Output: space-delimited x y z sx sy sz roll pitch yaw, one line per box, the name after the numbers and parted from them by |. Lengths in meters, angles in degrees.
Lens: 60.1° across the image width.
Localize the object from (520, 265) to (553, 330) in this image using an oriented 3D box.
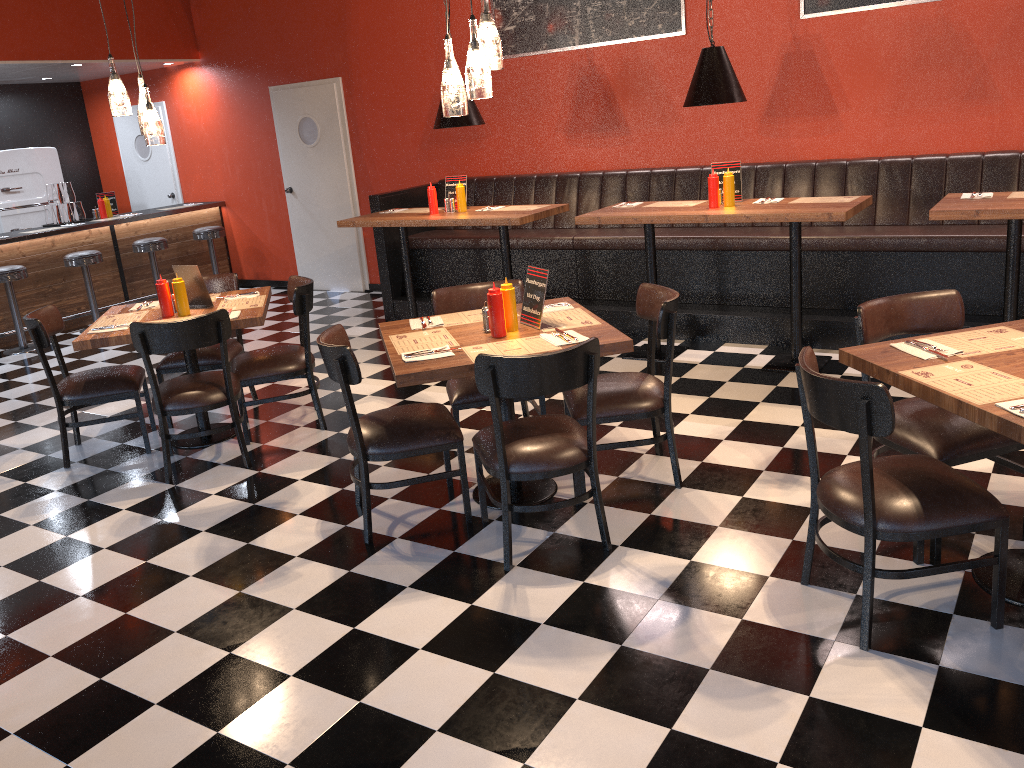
0.098 -0.385 3.928 0.072 0.254 0.190 -13 17 -25 | object

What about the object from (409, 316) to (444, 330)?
-0.403 -0.290 4.181 0.157 0.019 0.258 -8 17 -8 | object

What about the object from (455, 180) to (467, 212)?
-0.385 -1.416 6.674 0.068 0.235 0.068 -3 15 9 | object

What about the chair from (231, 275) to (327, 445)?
-1.388 -0.163 5.250 0.545 0.858 0.491 -10 16 -15 | chair

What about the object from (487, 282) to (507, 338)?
-0.067 -0.321 3.806 0.068 0.235 0.068 7 19 38 | object

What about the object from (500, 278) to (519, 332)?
-0.016 -0.349 3.880 0.068 0.235 0.068 7 19 38 | object

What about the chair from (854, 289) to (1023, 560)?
1.626 0.119 3.395 0.487 0.858 0.550 -10 16 -15 | chair

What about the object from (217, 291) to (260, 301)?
-1.658 -0.534 5.360 0.255 0.019 0.159 -11 18 -16 | object

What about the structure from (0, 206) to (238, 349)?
-5.185 -0.512 7.579 0.216 1.028 7.111 4 20 33 | structure

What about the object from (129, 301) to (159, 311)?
-2.213 -0.474 5.341 0.157 0.019 0.258 -8 17 -7 | object

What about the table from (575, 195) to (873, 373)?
1.350 -0.643 5.711 1.694 0.988 0.702 6 19 33 | table

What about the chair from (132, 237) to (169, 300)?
-3.722 -1.137 9.270 0.349 0.766 0.351 7 20 38 | chair

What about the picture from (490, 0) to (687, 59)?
0.560 -3.223 7.207 1.773 0.929 0.023 6 19 33 | picture

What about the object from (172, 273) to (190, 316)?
-1.851 -0.501 4.945 0.068 0.235 0.068 -18 20 -39 | object

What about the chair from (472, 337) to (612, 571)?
0.102 0.223 3.540 0.487 0.858 0.550 -9 16 -10 | chair

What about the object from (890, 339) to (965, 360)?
1.443 -0.121 3.058 0.157 0.019 0.258 -8 17 -8 | object

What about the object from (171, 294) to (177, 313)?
-1.908 -0.475 5.055 0.094 0.134 0.047 1 17 23 | object

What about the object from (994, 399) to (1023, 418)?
1.506 0.056 2.469 0.255 0.019 0.159 -8 17 -8 | object

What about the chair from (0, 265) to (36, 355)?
-4.531 -0.684 8.066 0.349 0.766 0.352 -9 16 -10 | chair

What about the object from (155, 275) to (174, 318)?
-1.944 -0.494 4.953 0.068 0.235 0.068 -9 16 -12 | object

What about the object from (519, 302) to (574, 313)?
0.163 -0.365 4.245 0.255 0.019 0.159 -8 17 -9 | object

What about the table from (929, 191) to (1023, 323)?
3.118 -0.460 4.567 1.694 0.988 0.702 6 19 33 | table

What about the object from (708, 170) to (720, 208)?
1.258 -1.219 5.524 0.068 0.235 0.068 -16 18 -34 | object

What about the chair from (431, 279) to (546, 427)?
-0.112 -0.051 4.488 0.487 0.858 0.550 -8 16 -7 | chair

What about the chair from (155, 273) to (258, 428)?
-1.962 -0.234 5.656 0.486 0.858 0.551 -5 16 1 | chair

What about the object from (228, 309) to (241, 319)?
-1.565 -0.380 4.837 0.157 0.019 0.258 -8 17 -9 | object

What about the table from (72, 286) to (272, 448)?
-1.864 -0.052 5.197 0.957 0.765 0.970 -9 17 -10 | table

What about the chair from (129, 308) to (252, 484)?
-1.702 0.020 4.757 0.487 0.858 0.549 -10 16 -16 | chair

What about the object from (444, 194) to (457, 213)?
-0.475 -1.378 6.754 0.094 0.134 0.047 2 17 24 | object

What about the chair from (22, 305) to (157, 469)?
-2.435 -0.025 5.134 0.545 0.858 0.491 -10 16 -15 | chair

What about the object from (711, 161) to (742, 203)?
1.384 -1.300 5.712 0.188 0.254 0.073 -2 16 13 | object

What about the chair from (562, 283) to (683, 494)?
0.513 0.015 4.077 0.544 0.858 0.492 -6 16 -2 | chair

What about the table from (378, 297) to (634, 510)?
-0.045 0.131 4.036 0.961 0.765 0.966 -9 17 -10 | table

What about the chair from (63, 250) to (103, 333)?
-4.126 -0.911 8.668 0.349 0.766 0.352 5 18 33 | chair

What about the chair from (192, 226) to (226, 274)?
-3.318 -1.364 9.871 0.349 0.766 0.352 -9 16 -10 | chair

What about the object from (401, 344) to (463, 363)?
-0.328 -0.131 3.645 0.255 0.019 0.159 -9 17 -11 | object

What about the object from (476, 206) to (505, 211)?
-0.174 -1.325 6.682 0.157 0.019 0.258 4 20 29 | object

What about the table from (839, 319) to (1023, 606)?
1.781 0.299 2.922 0.961 0.765 0.966 -9 17 -10 | table

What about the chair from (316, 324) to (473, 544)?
-0.521 0.175 3.890 0.545 0.858 0.491 -9 16 -13 | chair

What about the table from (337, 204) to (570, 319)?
-0.426 -0.827 6.861 1.694 0.988 0.702 6 19 33 | table

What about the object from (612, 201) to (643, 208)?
0.788 -1.234 6.089 0.157 0.019 0.258 4 20 29 | object

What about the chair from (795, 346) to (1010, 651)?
1.214 0.326 2.857 0.545 0.858 0.491 -7 16 -6 | chair

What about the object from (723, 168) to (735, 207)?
1.350 -1.225 5.516 0.068 0.235 0.068 8 20 41 | object

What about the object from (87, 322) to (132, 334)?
-2.149 -0.308 4.789 0.255 0.019 0.159 -8 17 -7 | object

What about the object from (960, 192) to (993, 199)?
2.591 -1.053 4.938 0.157 0.019 0.258 4 20 29 | object

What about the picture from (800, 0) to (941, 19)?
2.773 -2.994 5.775 1.773 0.929 0.023 6 19 33 | picture

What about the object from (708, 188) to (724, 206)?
1.293 -1.200 5.626 0.094 0.134 0.047 1 17 23 | object

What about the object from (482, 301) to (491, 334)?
-0.109 -0.299 3.924 0.047 0.134 0.095 -7 16 -5 | object

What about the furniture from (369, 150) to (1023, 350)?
2.780 -0.886 5.792 8.771 1.137 1.115 6 20 33 | furniture

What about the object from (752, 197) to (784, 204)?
1.611 -1.158 5.583 0.157 0.019 0.258 4 20 29 | object

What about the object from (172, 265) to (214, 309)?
-1.843 -0.565 5.118 0.188 0.254 0.073 1 17 23 | object

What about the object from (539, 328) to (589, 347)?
0.211 -0.202 3.706 0.158 0.019 0.257 -11 18 -17 | object
